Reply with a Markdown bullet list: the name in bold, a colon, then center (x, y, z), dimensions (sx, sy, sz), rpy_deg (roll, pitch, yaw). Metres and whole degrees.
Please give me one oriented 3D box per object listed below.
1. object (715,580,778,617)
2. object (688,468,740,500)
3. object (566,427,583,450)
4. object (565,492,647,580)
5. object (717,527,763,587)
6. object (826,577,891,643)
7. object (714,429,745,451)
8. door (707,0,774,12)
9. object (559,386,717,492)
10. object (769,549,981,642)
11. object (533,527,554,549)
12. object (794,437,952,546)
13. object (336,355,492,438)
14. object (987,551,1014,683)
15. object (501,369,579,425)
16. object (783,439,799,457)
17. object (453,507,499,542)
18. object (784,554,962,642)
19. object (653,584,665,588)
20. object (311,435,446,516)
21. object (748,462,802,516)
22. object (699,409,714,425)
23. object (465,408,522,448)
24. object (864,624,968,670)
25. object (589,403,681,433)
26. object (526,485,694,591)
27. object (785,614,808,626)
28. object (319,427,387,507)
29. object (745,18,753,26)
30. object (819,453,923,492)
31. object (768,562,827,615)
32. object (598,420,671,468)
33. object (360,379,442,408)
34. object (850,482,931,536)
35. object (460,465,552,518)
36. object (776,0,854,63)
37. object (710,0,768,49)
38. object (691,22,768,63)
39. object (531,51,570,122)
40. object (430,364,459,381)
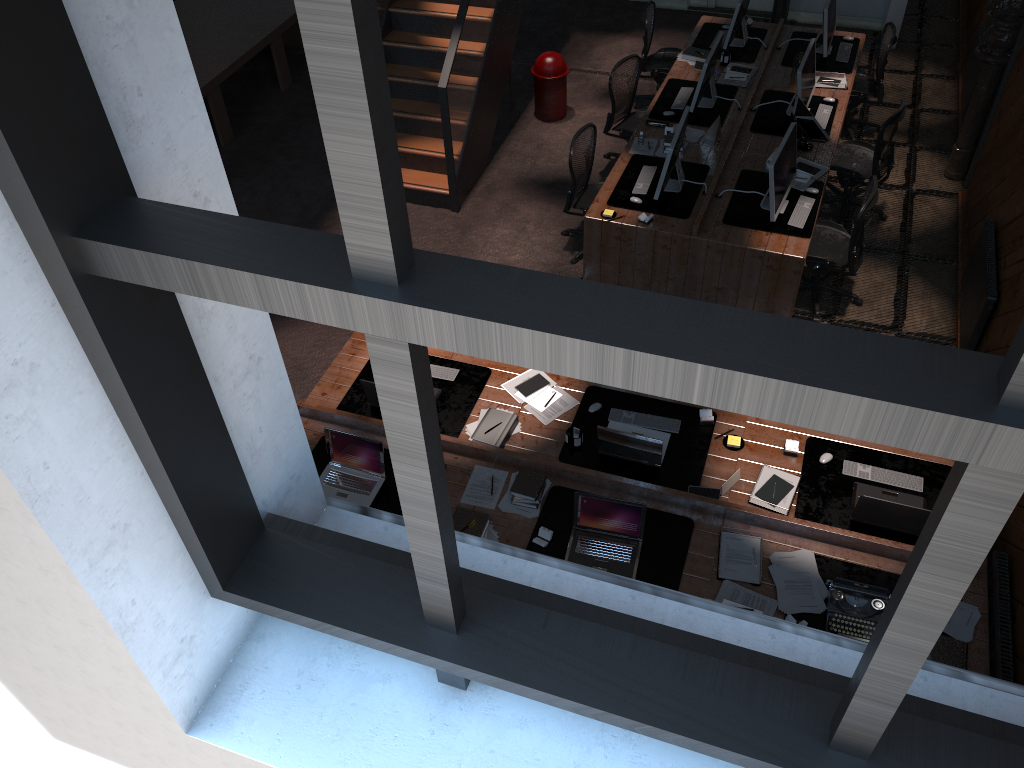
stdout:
- **object**: center (1.138, 1.214, 4.509), dimensions (0.304, 0.017, 0.467), rpy_deg (23, 50, 24)
- **object**: center (1.181, 0.589, 5.097), dimensions (0.347, 0.083, 0.129), rpy_deg (-17, 46, -13)
- **object**: center (0.378, 0.327, 5.381), dimensions (0.099, 0.138, 0.078), rpy_deg (22, 50, 24)
- **object**: center (0.496, 0.820, 4.757), dimensions (0.390, 0.283, 0.323), rpy_deg (9, 46, 12)
- **object**: center (1.231, 0.924, 4.776), dimensions (0.229, 0.060, 0.316), rpy_deg (7, 46, 11)
- **object**: center (1.732, 1.148, 4.455), dimensions (0.322, 0.116, 0.290), rpy_deg (11, 46, 14)
- **object**: center (1.337, 0.342, 5.379), dimensions (0.158, 0.026, 0.154), rpy_deg (-22, 48, -18)
- **door**: center (3.023, -5.695, 10.845), dimensions (1.013, 2.268, 0.064), rpy_deg (12, 47, 15)
- **object**: center (0.781, 0.322, 5.446), dimensions (0.848, 0.008, 0.687), rpy_deg (12, 47, 15)
- **object**: center (1.865, 1.079, 4.602), dimensions (1.058, 0.002, 0.356), rpy_deg (11, 47, 14)
- **object**: center (0.170, 0.850, 4.901), dimensions (0.082, 0.063, 0.106), rpy_deg (22, 50, 24)
- **object**: center (2.081, 0.631, 5.057), dimensions (0.848, 0.008, 0.687), rpy_deg (12, 47, 15)
- **object**: center (-0.636, 0.044, 5.810), dimensions (0.848, 0.008, 0.687), rpy_deg (12, 47, 15)
- **object**: center (2.421, 1.458, 4.550), dimensions (0.073, 0.628, 1.064), rpy_deg (12, 47, 15)
- **object**: center (0.181, 0.063, 5.732), dimensions (0.304, 0.017, 0.467), rpy_deg (-30, 50, -24)
- **object**: center (1.673, 0.375, 5.300), dimensions (0.082, 0.063, 0.106), rpy_deg (10, 46, 14)
- **object**: center (-0.252, 0.853, 4.930), dimensions (0.325, 0.065, 0.363), rpy_deg (20, 49, 22)
- **object**: center (1.821, 1.216, 4.482), dimensions (0.848, 0.008, 0.687), rpy_deg (12, 47, 15)
- **object**: center (0.761, 1.103, 4.637), dimensions (0.158, 0.026, 0.154), rpy_deg (-19, 47, -15)
- **object**: center (-0.895, 0.629, 5.236), dimensions (0.848, 0.008, 0.687), rpy_deg (12, 47, 15)
- **object**: center (1.515, 0.593, 5.093), dimensions (0.229, 0.060, 0.316), rpy_deg (19, 49, 21)
- **object**: center (1.206, 0.196, 5.498), dimensions (0.082, 0.063, 0.106), rpy_deg (0, 45, 3)
- **object**: center (-0.116, 0.253, 5.527), dimensions (0.325, 0.065, 0.363), rpy_deg (25, 51, 25)
- **object**: center (1.965, 1.307, 4.299), dimensions (0.478, 0.098, 0.319), rpy_deg (11, 47, 14)
- **object**: center (0.761, 0.213, 5.533), dimensions (0.577, 0.040, 0.139), rpy_deg (12, 47, 15)
- **object**: center (0.521, 0.907, 4.872), dimensions (0.848, 0.008, 0.687), rpy_deg (12, 47, 15)
- **object**: center (1.419, 1.212, 4.458), dimensions (0.106, 0.063, 0.082), rpy_deg (26, 52, 27)
- **object**: center (-0.964, 0.499, 5.128), dimensions (0.380, 0.288, 0.320), rpy_deg (12, 47, 15)
- **object**: center (2.537, -3.914, 9.577), dimensions (0.106, 0.063, 0.082), rpy_deg (-9, 45, -5)
- **object**: center (2.083, 0.514, 5.150), dimensions (0.577, 0.040, 0.139), rpy_deg (15, 48, 18)
- **object**: center (1.489, 1.063, 4.634), dimensions (0.246, 0.002, 0.315), rpy_deg (-2, 45, 2)
- **object**: center (0.730, 0.278, 5.250), dimensions (0.380, 0.288, 0.320), rpy_deg (12, 47, 15)
- **object**: center (-0.700, 0.011, 5.644), dimensions (0.390, 0.283, 0.323), rpy_deg (14, 47, 17)
- **object**: center (2.095, 0.623, 4.860), dimensions (0.390, 0.283, 0.323), rpy_deg (12, 47, 15)
- **object**: center (-0.035, 0.587, 5.161), dimensions (0.478, 0.098, 0.319), rpy_deg (11, 47, 14)
- **object**: center (3.199, -3.591, 8.867), dimensions (0.799, 0.576, 0.648), rpy_deg (-19, 47, -15)
- **object**: center (2.301, -3.782, 9.116), dimensions (0.586, 0.581, 0.692), rpy_deg (-18, 46, -14)
- **object**: center (2.269, -3.589, 9.305), dimensions (0.687, 0.008, 0.848), rpy_deg (14, 47, 16)
- **object**: center (0.417, -3.245, 9.620), dimensions (0.414, 0.707, 0.414), rpy_deg (-19, 47, -16)
- **object**: center (-0.639, -0.111, 5.943), dimensions (0.577, 0.040, 0.139), rpy_deg (13, 47, 16)
